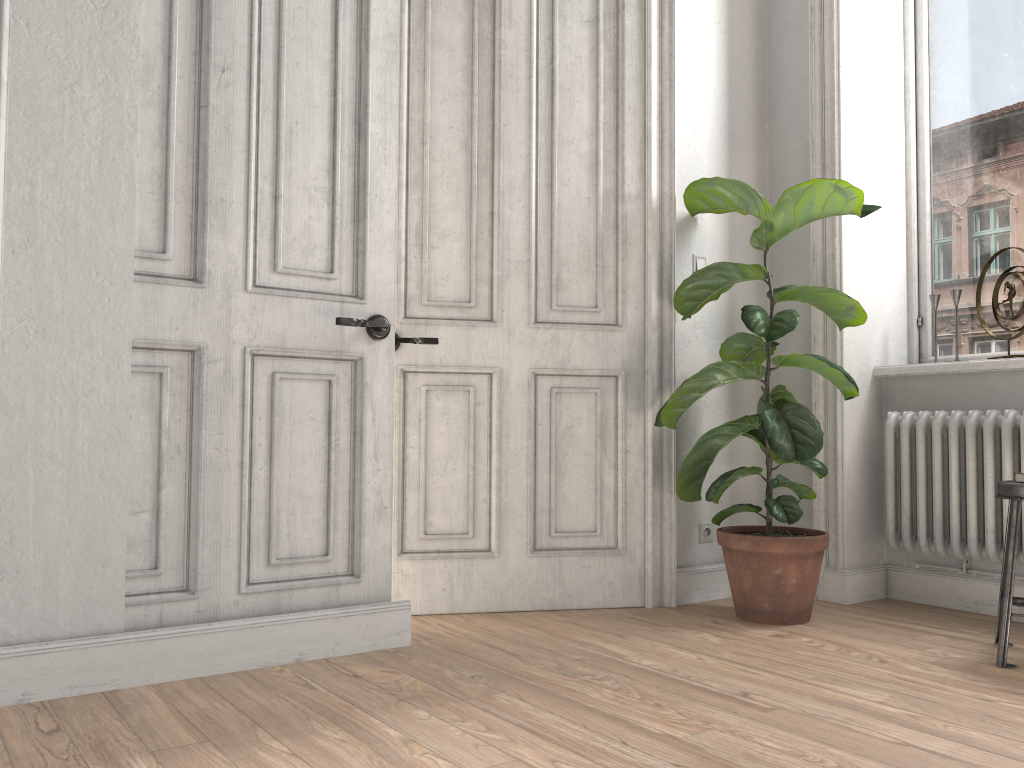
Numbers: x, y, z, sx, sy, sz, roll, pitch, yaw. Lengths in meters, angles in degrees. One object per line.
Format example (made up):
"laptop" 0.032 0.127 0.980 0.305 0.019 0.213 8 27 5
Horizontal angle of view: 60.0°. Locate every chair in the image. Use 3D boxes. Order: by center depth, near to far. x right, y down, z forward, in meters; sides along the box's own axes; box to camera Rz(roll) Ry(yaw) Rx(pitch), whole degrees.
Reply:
"chair" 1.629 0.554 2.621 0.364 0.522 0.360 -1 -3 28

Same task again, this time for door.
"door" -0.831 -0.616 2.538 1.097 2.813 0.216 2 -3 -34
"door" 0.021 -0.565 3.345 1.097 2.813 0.216 1 -3 -11

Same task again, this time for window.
"window" 2.263 -1.563 3.165 0.013 2.842 1.623 2 -3 -35

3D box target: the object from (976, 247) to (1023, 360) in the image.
"object" 1.865 -0.299 3.327 0.087 0.425 0.347 1 -3 -3

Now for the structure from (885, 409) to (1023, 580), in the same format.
"structure" 2.963 -1.475 1.466 0.340 4.472 5.183 2 -3 -35

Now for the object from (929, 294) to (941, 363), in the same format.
"object" 1.717 -0.217 3.596 0.095 0.288 0.095 1 -3 -4

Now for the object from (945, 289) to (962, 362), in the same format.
"object" 1.738 -0.224 3.467 0.095 0.288 0.095 1 -3 -13

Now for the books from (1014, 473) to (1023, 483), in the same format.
"books" 1.668 0.280 2.639 0.246 0.034 0.194 0 -3 5

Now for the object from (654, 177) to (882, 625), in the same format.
"object" 2.216 -0.188 1.041 0.792 1.841 5.829 2 -3 -30
